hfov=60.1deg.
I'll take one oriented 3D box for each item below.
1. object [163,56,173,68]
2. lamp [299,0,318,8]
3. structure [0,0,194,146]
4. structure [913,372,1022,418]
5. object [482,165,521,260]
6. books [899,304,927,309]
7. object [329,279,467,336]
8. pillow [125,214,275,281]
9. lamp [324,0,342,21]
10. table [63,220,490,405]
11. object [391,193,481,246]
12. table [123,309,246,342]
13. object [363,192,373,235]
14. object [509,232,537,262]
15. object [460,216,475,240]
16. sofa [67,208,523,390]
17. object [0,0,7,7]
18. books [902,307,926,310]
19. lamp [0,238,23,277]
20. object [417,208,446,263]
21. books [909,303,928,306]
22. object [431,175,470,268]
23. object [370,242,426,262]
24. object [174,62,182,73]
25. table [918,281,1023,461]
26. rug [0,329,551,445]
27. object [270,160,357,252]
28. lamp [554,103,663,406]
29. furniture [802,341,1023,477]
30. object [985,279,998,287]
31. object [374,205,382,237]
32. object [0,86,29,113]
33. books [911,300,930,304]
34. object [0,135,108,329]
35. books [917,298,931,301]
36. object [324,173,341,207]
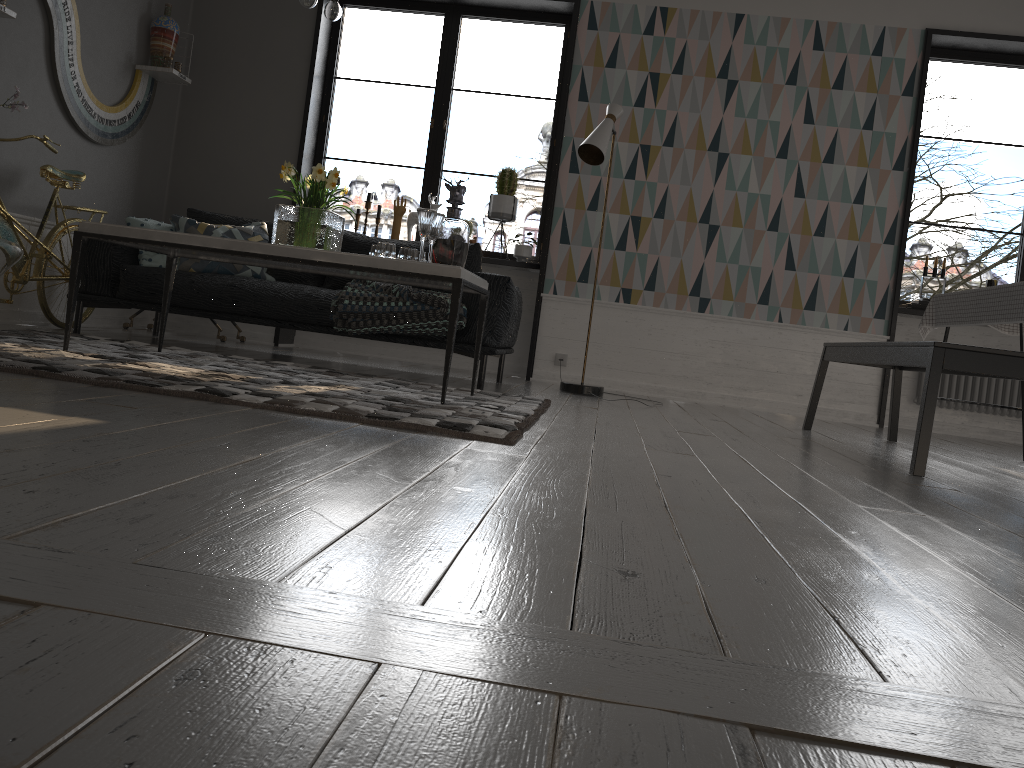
[{"bbox_3d":[-2.237,-2.083,5.754,0.060,0.079,0.060,7,1,-5],"label":"object"},{"bbox_3d":[-0.435,-2.175,2.893,0.074,1.536,1.401,8,1,-25],"label":"lamp"},{"bbox_3d":[-2.401,-1.910,4.970,0.267,0.955,2.023,7,3,6],"label":"structure"},{"bbox_3d":[3.335,0.009,5.910,1.223,0.428,0.148,8,0,4],"label":"structure"},{"bbox_3d":[-0.063,-1.194,6.101,0.235,0.670,0.229,7,0,-23],"label":"object"},{"bbox_3d":[2.727,-0.501,5.856,0.271,0.019,0.184,8,3,5],"label":"books"},{"bbox_3d":[-0.561,-0.400,4.567,0.666,0.329,0.491,7,2,1],"label":"object"},{"bbox_3d":[-1.719,-0.775,4.938,0.797,0.362,0.444,7,2,-12],"label":"pillow"},{"bbox_3d":[-0.362,-2.172,3.010,0.074,1.536,1.401,8,1,-25],"label":"lamp"},{"bbox_3d":[-0.878,-0.269,3.527,1.457,0.511,0.732,8,2,6],"label":"table"},{"bbox_3d":[-0.520,-1.121,6.205,0.663,0.410,0.134,8,0,7],"label":"object"},{"bbox_3d":[-2.175,-0.664,6.006,0.743,0.680,0.339,8,0,6],"label":"table"},{"bbox_3d":[-1.029,-1.177,6.253,0.123,0.375,0.123,7,0,10],"label":"object"},{"bbox_3d":[0.075,-0.939,6.055,0.171,0.204,0.246,8,2,8],"label":"object"},{"bbox_3d":[-0.368,-1.046,6.234,0.234,0.283,0.214,7,1,-20],"label":"object"},{"bbox_3d":[-1.124,-0.517,4.922,2.342,0.798,0.970,8,2,6],"label":"sofa"},{"bbox_3d":[-2.425,-1.845,4.172,0.086,0.140,0.086,7,0,-1],"label":"object"},{"bbox_3d":[2.723,-0.486,5.849,0.268,0.011,0.162,8,3,9],"label":"books"},{"bbox_3d":[-2.419,-0.456,3.897,0.434,0.437,0.431,8,2,37],"label":"lamp"},{"bbox_3d":[-0.332,-0.568,3.492,0.082,0.227,0.167,7,1,17],"label":"object"},{"bbox_3d":[2.737,-0.514,5.851,0.216,0.011,0.174,8,3,12],"label":"books"},{"bbox_3d":[-0.247,-0.667,3.696,0.149,0.417,0.155,7,0,25],"label":"object"},{"bbox_3d":[-0.455,-0.519,3.642,0.245,0.087,0.280,7,3,-16],"label":"object"},{"bbox_3d":[-2.196,-2.081,5.817,0.050,0.058,0.050,7,1,-4],"label":"object"},{"bbox_3d":[2.477,0.013,3.687,0.932,0.784,2.026,8,3,6],"label":"table"},{"bbox_3d":[-1.147,-0.054,3.392,2.528,0.034,1.770,8,3,6],"label":"rug"},{"bbox_3d":[-0.814,-0.698,3.556,0.352,0.351,0.325,8,1,8],"label":"object"},{"bbox_3d":[0.671,-0.779,5.383,0.680,1.703,1.246,7,1,4],"label":"lamp"},{"bbox_3d":[1.676,0.073,3.740,0.466,0.455,1.670,7,3,6],"label":"furniture"},{"bbox_3d":[3.072,-0.562,5.805,0.195,0.257,0.115,8,0,16],"label":"object"},{"bbox_3d":[-0.958,-1.133,6.296,0.076,0.301,0.075,7,-1,36],"label":"object"},{"bbox_3d":[-2.480,-1.226,4.154,0.254,0.641,0.486,7,1,24],"label":"object"},{"bbox_3d":[2.762,-0.527,5.842,0.198,0.022,0.162,8,3,7],"label":"books"},{"bbox_3d":[-2.522,-0.772,4.551,0.426,0.969,1.628,7,2,-3],"label":"object"},{"bbox_3d":[2.767,-0.546,5.837,0.154,0.017,0.124,8,3,7],"label":"books"},{"bbox_3d":[-1.342,-1.277,6.288,0.163,0.490,0.144,7,0,42],"label":"object"}]
